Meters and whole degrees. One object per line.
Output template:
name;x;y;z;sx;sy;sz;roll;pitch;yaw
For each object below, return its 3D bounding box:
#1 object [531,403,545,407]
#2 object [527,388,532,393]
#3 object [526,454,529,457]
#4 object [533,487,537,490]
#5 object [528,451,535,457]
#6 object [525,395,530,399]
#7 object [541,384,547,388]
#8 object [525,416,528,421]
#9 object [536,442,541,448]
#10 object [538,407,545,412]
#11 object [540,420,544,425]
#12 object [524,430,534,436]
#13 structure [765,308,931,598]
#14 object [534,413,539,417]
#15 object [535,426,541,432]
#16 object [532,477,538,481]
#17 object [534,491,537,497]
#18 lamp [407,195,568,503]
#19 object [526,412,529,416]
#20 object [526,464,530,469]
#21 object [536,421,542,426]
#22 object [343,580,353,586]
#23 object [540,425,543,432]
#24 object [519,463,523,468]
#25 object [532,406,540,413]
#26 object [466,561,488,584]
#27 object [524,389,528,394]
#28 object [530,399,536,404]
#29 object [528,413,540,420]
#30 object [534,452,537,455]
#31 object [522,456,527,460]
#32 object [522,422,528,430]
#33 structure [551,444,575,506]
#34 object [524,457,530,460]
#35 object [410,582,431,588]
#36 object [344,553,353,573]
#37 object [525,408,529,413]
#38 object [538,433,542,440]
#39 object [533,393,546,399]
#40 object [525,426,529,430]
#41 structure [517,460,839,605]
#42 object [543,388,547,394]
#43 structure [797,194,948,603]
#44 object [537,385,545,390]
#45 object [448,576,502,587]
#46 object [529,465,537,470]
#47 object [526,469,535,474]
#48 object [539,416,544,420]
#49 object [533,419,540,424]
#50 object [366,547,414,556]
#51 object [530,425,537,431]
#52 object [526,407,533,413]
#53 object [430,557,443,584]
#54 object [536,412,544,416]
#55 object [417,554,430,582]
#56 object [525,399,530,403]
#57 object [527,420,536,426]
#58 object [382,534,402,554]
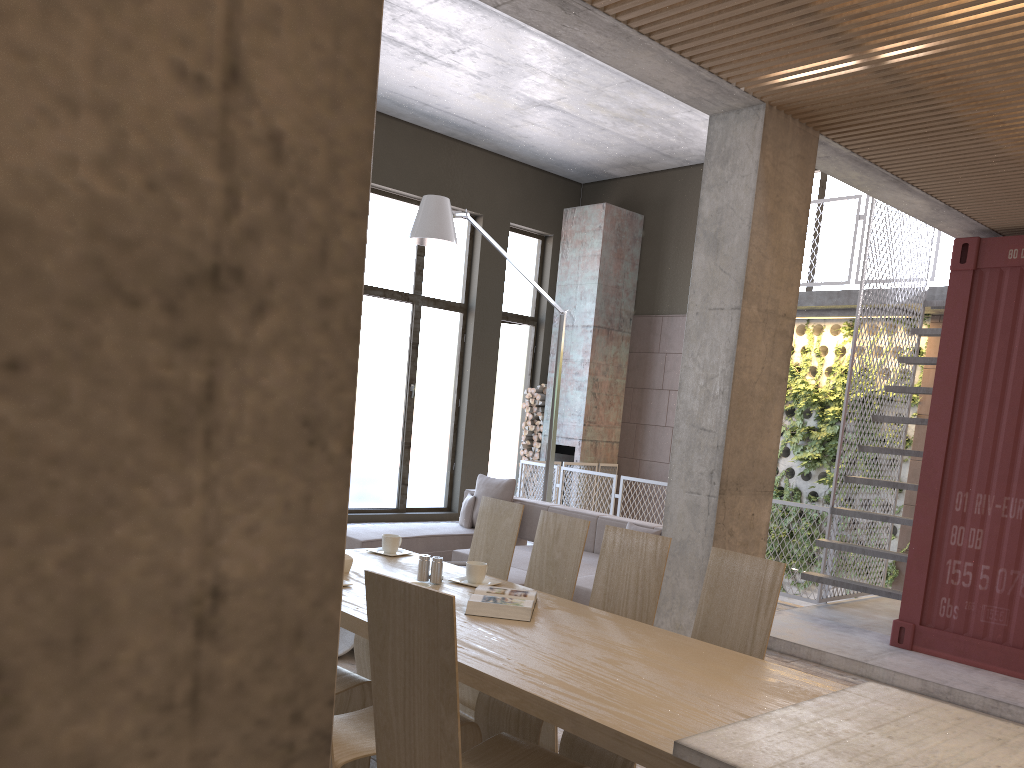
object;0.479;0.330;13.083;0.436;0.080;0.113;7;0;-43
object;0.422;0.119;13.148;0.456;0.091;0.089;7;1;-44
object;0.353;1.079;13.211;0.333;0.057;0.088;7;0;-43
object;0.494;1.553;13.127;0.424;0.073;0.070;7;1;-43
object;0.435;1.055;13.150;0.456;0.090;0.089;7;1;-44
object;0.375;0.202;13.198;0.365;0.069;0.121;6;0;-41
object;0.581;0.039;13.003;0.333;0.056;0.086;7;0;-43
object;0.296;0.525;13.157;0.252;0.074;0.045;6;3;-43
object;0.562;0.924;13.033;0.481;0.085;0.092;7;1;-43
object;0.565;0.390;13.038;0.424;0.072;0.066;7;1;-43
object;0.583;0.580;13.011;0.424;0.073;0.070;7;1;-43
object;0.380;0.744;13.164;0.481;0.085;0.092;7;1;-43
structure;3.660;0.773;10.537;1.005;3.870;2.593;-1;7;-42
object;0.470;0.463;13.109;0.360;0.075;0.063;7;2;-44
object;0.544;0.676;13.075;0.456;0.090;0.089;7;1;-43
object;0.492;1.412;13.148;0.456;0.090;0.089;7;1;-43
object;0.511;1.651;13.126;0.438;0.093;0.090;6;1;-43
lamp;-0.063;0.185;8.673;0.747;3.469;2.625;10;6;35
object;0.351;0.482;13.221;0.293;0.104;0.099;6;2;-41
object;0.351;1.258;13.282;0.438;0.094;0.091;6;1;-43
object;0.543;0.603;13.082;0.436;0.080;0.113;7;0;-43
object;-0.775;0.817;3.609;0.186;0.014;0.183;7;-2;-39
object;0.600;0.671;13.008;0.438;0.093;0.090;6;1;-43
object;0.258;1.256;13.319;0.366;0.110;0.087;6;2;-43
object;0.496;0.395;13.071;0.456;0.090;0.089;7;1;-44
object;-0.160;0.840;3.908;0.093;0.089;0.116;5;2;1
object;0.357;0.130;13.176;0.424;0.070;0.066;7;1;-43
object;0.469;0.275;13.077;0.481;0.084;0.092;7;1;-43
object;0.380;0.492;13.124;0.295;0.108;0.097;6;2;-41
object;0.505;1.050;13.118;0.424;0.072;0.066;7;1;-43
object;0.291;1.143;13.301;0.293;0.104;0.099;6;2;-41
object;0.302;0.639;13.259;0.365;0.127;0.063;6;3;-44
structure;0.741;1.347;12.674;0.056;0.940;0.568;-1;8;-43
object;0.320;1.152;13.203;0.295;0.108;0.097;6;2;-41
object;-0.365;0.808;3.334;0.092;0.089;0.116;6;2;22
object;-0.757;0.780;3.873;0.088;0.113;0.122;8;4;39
object;0.360;0.405;13.182;0.424;0.068;0.066;7;1;-43
object;0.540;0.787;13.004;0.366;0.110;0.087;6;2;-43
object;0.476;0.187;13.016;0.364;0.085;0.102;6;1;-43
object;0.370;0.673;13.240;0.424;0.068;0.066;7;1;-43
structure;2.256;1.640;10.554;1.932;0.944;4.380;5;-1;-43
object;0.597;0.119;13.032;0.295;0.109;0.098;6;2;-42
structure;3.282;0.127;9.284;3.041;4.370;3.637;2;5;-42
object;0.517;0.072;13.035;0.360;0.074;0.064;7;1;-44
object;-0.164;0.882;3.900;0.183;0.014;0.185;4;-2;34
object;0.450;1.267;13.134;0.456;0.090;0.089;6;1;-41
object;0.414;1.332;13.203;0.481;0.085;0.092;7;1;-43
object;0.562;0.523;13.021;0.426;0.086;0.066;7;2;-45
object;0.484;0.587;13.162;0.364;0.087;0.100;6;1;-43
object;-0.620;0.855;4.456;0.183;0.014;0.185;4;-2;34
object;0.474;0.671;13.123;0.481;0.085;0.092;7;1;-43
object;0.410;0.398;13.124;0.481;0.085;0.092;7;1;-43
object;-0.326;0.805;3.795;0.052;0.111;0.052;5;5;3
object;0.536;0.454;13.031;0.365;0.068;0.120;6;0;-41
object;-0.383;0.799;3.807;0.052;0.113;0.052;5;5;3
object;0.369;0.274;13.189;0.426;0.087;0.065;7;2;-45
object;0.411;0.597;13.203;0.438;0.094;0.091;6;1;-43
object;-0.616;0.813;4.464;0.093;0.089;0.116;5;2;1
